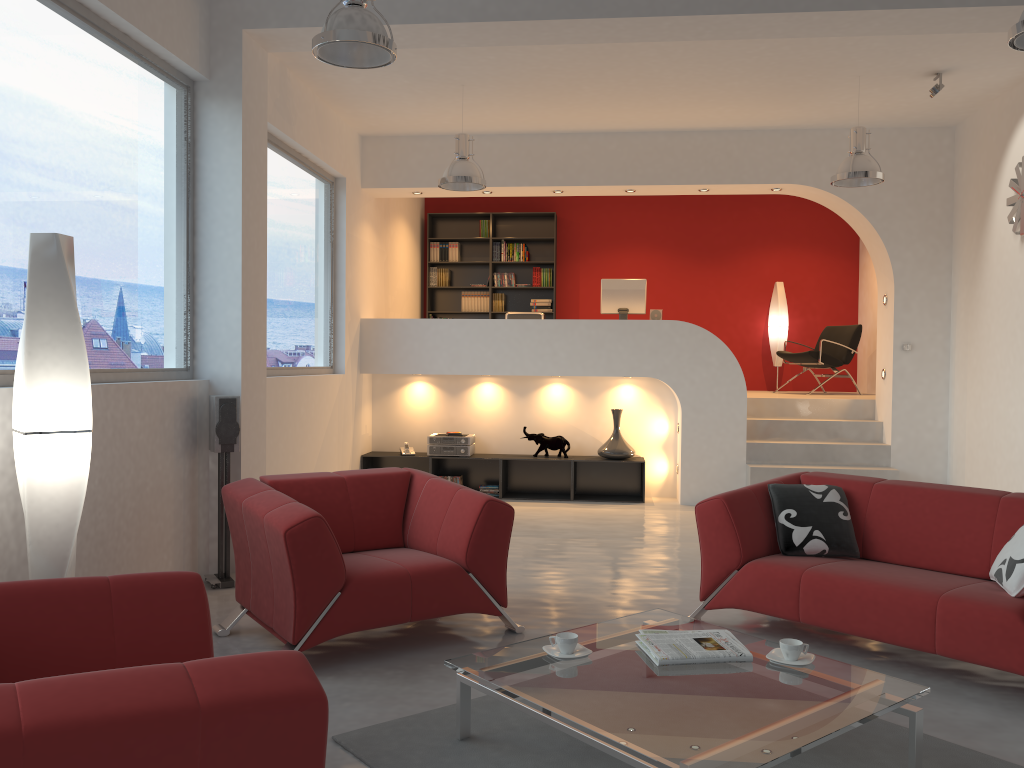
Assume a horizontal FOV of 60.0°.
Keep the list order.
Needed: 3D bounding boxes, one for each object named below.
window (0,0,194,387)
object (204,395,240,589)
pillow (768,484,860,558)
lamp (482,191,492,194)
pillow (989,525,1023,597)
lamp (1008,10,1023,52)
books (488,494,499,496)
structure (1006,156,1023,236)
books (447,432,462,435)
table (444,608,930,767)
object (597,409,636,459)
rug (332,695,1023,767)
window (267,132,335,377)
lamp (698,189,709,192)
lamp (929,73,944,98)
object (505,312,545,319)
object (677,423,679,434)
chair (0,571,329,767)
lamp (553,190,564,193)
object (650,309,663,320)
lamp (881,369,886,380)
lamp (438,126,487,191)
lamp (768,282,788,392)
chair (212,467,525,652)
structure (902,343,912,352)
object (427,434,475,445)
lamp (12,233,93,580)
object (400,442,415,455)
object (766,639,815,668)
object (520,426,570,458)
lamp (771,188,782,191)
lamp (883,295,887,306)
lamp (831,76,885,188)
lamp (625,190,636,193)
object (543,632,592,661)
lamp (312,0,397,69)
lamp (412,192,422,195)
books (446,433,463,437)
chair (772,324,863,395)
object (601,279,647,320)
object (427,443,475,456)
[{"bbox_3d":[-2.101,-0.900,4.179,0.100,1.800,2.400,1,1,6],"label":"window"},{"bbox_3d":[-1.693,0.624,5.215,0.214,1.112,0.229,0,2,-29],"label":"object"},{"bbox_3d":[1.517,0.686,4.470,0.402,0.343,0.288,1,1,-1],"label":"pillow"},{"bbox_3d":[-0.245,-1.885,8.737,0.105,0.011,0.105,0,1,-5],"label":"lamp"},{"bbox_3d":[2.205,0.710,3.748,0.288,0.343,0.402,1,1,14],"label":"pillow"},{"bbox_3d":[2.284,-1.847,3.683,0.379,0.800,0.379,1,1,-1],"label":"lamp"},{"bbox_3d":[-0.216,1.089,8.767,0.190,0.015,0.135,1,1,1],"label":"books"},{"bbox_3d":[3.793,-1.391,6.540,0.090,0.596,0.596,1,1,6],"label":"structure"},{"bbox_3d":[-0.574,0.489,8.795,0.135,0.015,0.190,0,1,-9],"label":"books"},{"bbox_3d":[0.555,1.108,2.959,1.097,0.286,1.162,-1,2,-39],"label":"table"},{"bbox_3d":[1.020,0.488,8.644,0.369,0.481,0.369,0,2,-29],"label":"object"},{"bbox_3d":[0.564,1.253,2.970,1.700,0.025,1.700,-1,2,-39],"label":"rug"},{"bbox_3d":[-1.804,-0.964,6.963,0.100,1.800,2.400,1,1,6],"label":"window"},{"bbox_3d":[1.843,-1.858,8.514,0.105,0.011,0.105,0,1,-5],"label":"lamp"},{"bbox_3d":[3.157,-2.216,6.588,0.118,0.176,0.112,-1,2,-42],"label":"lamp"},{"bbox_3d":[0.149,-0.629,9.212,0.397,0.217,0.458,1,1,6],"label":"object"},{"bbox_3d":[1.621,0.431,8.657,0.011,0.105,0.105,1,1,6],"label":"object"},{"bbox_3d":[-1.071,0.893,2.109,0.951,0.738,1.288,0,2,-34],"label":"chair"},{"bbox_3d":[0.451,-1.876,8.663,0.105,0.011,0.105,0,1,-5],"label":"lamp"},{"bbox_3d":[1.464,-0.684,9.040,0.133,0.147,0.151,0,1,-10],"label":"object"},{"bbox_3d":[3.509,-0.092,8.377,0.011,0.105,0.105,1,1,6],"label":"lamp"},{"bbox_3d":[-0.389,-1.955,6.983,0.379,0.800,0.379,0,2,-23],"label":"lamp"},{"bbox_3d":[3.287,-0.581,10.954,0.237,1.349,0.237,1,1,14],"label":"lamp"},{"bbox_3d":[-0.707,0.843,4.341,1.288,0.738,0.951,0,2,-34],"label":"chair"},{"bbox_3d":[3.609,-0.335,8.101,0.080,0.080,0.016,1,1,6],"label":"structure"},{"bbox_3d":[-0.601,0.549,8.823,0.430,0.077,0.349,1,1,6],"label":"object"},{"bbox_3d":[-1.718,0.336,3.315,0.313,1.779,0.313,1,1,-2],"label":"lamp"},{"bbox_3d":[-1.034,0.636,8.784,0.130,0.117,0.146,0,1,-19],"label":"object"},{"bbox_3d":[0.970,0.932,3.087,0.153,0.069,0.153,1,2,33],"label":"object"},{"bbox_3d":[0.331,0.571,8.744,0.507,0.296,0.191,1,1,22],"label":"object"},{"bbox_3d":[2.520,-1.849,8.442,0.105,0.011,0.105,0,1,-5],"label":"lamp"},{"bbox_3d":[3.517,-0.791,8.360,0.011,0.105,0.105,1,1,6],"label":"lamp"},{"bbox_3d":[2.603,-1.916,6.665,0.379,0.800,0.379,0,2,-23],"label":"lamp"},{"bbox_3d":[1.147,-1.867,8.588,0.105,0.011,0.105,0,1,-5],"label":"lamp"},{"bbox_3d":[0.196,0.923,3.133,0.153,0.069,0.153,0,2,-27],"label":"object"},{"bbox_3d":[-0.707,-1.886,4.001,0.379,0.800,0.379,2,2,35],"label":"lamp"},{"bbox_3d":[-0.941,-1.894,8.811,0.105,0.011,0.105,1,1,10],"label":"lamp"},{"bbox_3d":[-0.572,0.504,8.786,0.135,0.015,0.190,0,1,-14],"label":"books"},{"bbox_3d":[3.499,-0.284,10.151,0.768,0.795,0.664,0,1,-19],"label":"chair"},{"bbox_3d":[1.133,-0.839,9.022,0.458,0.452,0.230,1,1,6],"label":"object"},{"bbox_3d":[-0.603,0.648,8.817,0.430,0.100,0.365,1,1,6],"label":"object"}]
